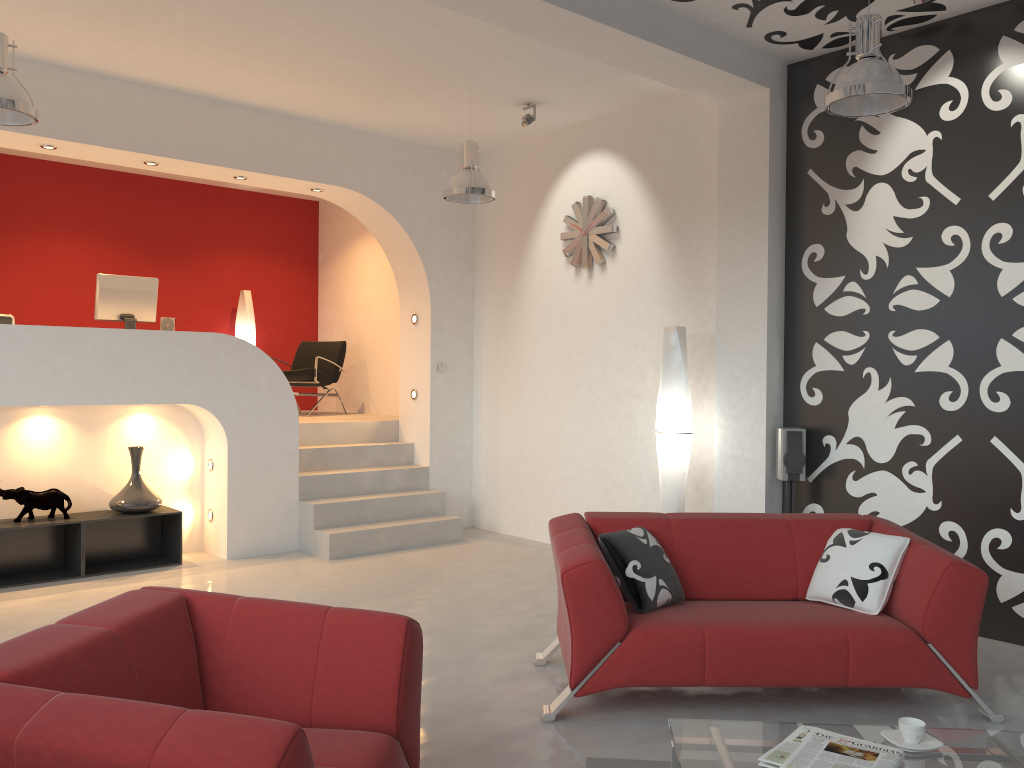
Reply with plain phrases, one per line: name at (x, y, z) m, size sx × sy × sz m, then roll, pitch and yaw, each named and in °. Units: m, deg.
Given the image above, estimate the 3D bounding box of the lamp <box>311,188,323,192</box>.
lamp at (-1.660, -1.648, 7.548) m, size 0.105 × 0.011 × 0.105 m, roll 1°, pitch 1°, yaw 38°

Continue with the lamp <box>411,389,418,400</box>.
lamp at (-0.910, 0.098, 8.227) m, size 0.011 × 0.105 × 0.105 m, roll 0°, pitch 1°, yaw -41°

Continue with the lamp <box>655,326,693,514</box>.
lamp at (1.115, 0.495, 6.123) m, size 0.313 × 1.779 × 0.313 m, roll 0°, pitch 1°, yaw -33°

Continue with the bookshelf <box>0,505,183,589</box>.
bookshelf at (-3.635, 1.145, 5.864) m, size 2.764 × 0.397 × 0.405 m, roll 0°, pitch 1°, yaw -41°

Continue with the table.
table at (1.060, 1.267, 2.373) m, size 1.162 × 0.286 × 1.097 m, roll 1°, pitch 1°, yaw 4°

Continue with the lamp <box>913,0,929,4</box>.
lamp at (2.092, -2.005, 4.485) m, size 0.112 × 0.176 × 0.118 m, roll 1°, pitch 0°, yaw 1°

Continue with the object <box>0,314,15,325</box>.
object at (-3.820, -0.393, 6.338) m, size 0.397 × 0.217 × 0.458 m, roll 0°, pitch 1°, yaw -41°

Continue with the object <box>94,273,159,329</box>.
object at (-3.013, -0.616, 6.928) m, size 0.458 × 0.452 × 0.230 m, roll 0°, pitch 1°, yaw -41°

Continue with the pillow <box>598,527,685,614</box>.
pillow at (0.603, 0.852, 4.106) m, size 0.288 × 0.343 × 0.402 m, roll 1°, pitch 1°, yaw 42°

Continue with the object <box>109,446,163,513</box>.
object at (-2.793, 0.707, 6.588) m, size 0.369 × 0.481 × 0.369 m, roll 1°, pitch 1°, yaw 14°

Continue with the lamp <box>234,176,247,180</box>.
lamp at (-2.174, -1.648, 7.102) m, size 0.105 × 0.011 × 0.105 m, roll 1°, pitch 1°, yaw 38°

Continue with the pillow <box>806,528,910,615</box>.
pillow at (1.600, 0.861, 4.117) m, size 0.288 × 0.343 × 0.402 m, roll 0°, pitch 1°, yaw -33°

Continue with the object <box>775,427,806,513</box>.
object at (1.773, 0.839, 5.663) m, size 0.214 × 1.112 × 0.229 m, roll 1°, pitch 1°, yaw 4°

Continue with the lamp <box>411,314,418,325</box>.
lamp at (-0.904, -0.601, 8.221) m, size 0.011 × 0.105 × 0.105 m, roll 0°, pitch 1°, yaw -41°

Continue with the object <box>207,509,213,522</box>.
object at (-2.397, 1.044, 7.040) m, size 0.011 × 0.105 × 0.105 m, roll 0°, pitch 1°, yaw -41°

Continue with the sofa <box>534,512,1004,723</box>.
sofa at (1.084, 1.033, 4.110) m, size 1.929 × 0.738 × 0.951 m, roll 1°, pitch 0°, yaw -1°

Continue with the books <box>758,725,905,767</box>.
books at (0.949, 1.104, 2.596) m, size 0.345 × 0.035 × 0.367 m, roll 1°, pitch 1°, yaw 39°

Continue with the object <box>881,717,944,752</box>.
object at (1.246, 1.088, 2.764) m, size 0.153 × 0.069 × 0.153 m, roll 0°, pitch 1°, yaw -14°

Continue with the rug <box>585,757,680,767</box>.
rug at (1.060, 1.412, 2.386) m, size 1.700 × 0.025 × 1.700 m, roll 1°, pitch 1°, yaw 4°

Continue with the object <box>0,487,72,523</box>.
object at (-3.334, 0.799, 6.151) m, size 0.507 × 0.296 × 0.191 m, roll 0°, pitch 1°, yaw -25°

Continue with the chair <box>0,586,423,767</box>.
chair at (-0.816, 1.031, 2.391) m, size 0.951 × 0.738 × 1.288 m, roll 1°, pitch 1°, yaw 9°

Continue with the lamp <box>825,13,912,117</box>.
lamp at (1.662, -1.698, 4.132) m, size 0.379 × 0.800 × 0.379 m, roll 1°, pitch 1°, yaw 42°

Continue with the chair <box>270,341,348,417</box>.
chair at (-2.218, -0.073, 9.429) m, size 0.664 × 0.795 × 0.768 m, roll 1°, pitch 1°, yaw 24°

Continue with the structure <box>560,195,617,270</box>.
structure at (0.607, -1.225, 7.183) m, size 0.090 × 0.596 × 0.596 m, roll 0°, pitch 1°, yaw -41°

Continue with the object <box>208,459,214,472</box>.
object at (-2.393, 0.644, 7.037) m, size 0.011 × 0.105 × 0.105 m, roll 0°, pitch 1°, yaw -41°

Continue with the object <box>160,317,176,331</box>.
object at (-2.798, -0.464, 7.183) m, size 0.151 × 0.147 × 0.133 m, roll 1°, pitch 1°, yaw 32°

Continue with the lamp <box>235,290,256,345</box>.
lamp at (-2.954, -0.359, 9.821) m, size 0.237 × 1.349 × 0.237 m, roll 0°, pitch 1°, yaw -33°

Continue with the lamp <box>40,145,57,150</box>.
lamp at (-3.231, -1.650, 6.184) m, size 0.105 × 0.011 × 0.105 m, roll 1°, pitch 1°, yaw 38°

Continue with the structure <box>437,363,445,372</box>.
structure at (-0.644, -0.149, 8.112) m, size 0.080 × 0.080 × 0.016 m, roll 0°, pitch 1°, yaw -41°

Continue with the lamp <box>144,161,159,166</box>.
lamp at (-2.703, -1.649, 6.643) m, size 0.105 × 0.011 × 0.105 m, roll 1°, pitch 1°, yaw 38°

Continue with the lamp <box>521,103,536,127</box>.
lamp at (0.126, -2.042, 6.750) m, size 0.112 × 0.176 × 0.118 m, roll 1°, pitch 0°, yaw 1°

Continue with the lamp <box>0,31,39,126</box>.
lamp at (-2.577, -1.739, 4.425) m, size 0.379 × 0.800 × 0.379 m, roll 1°, pitch 1°, yaw 20°

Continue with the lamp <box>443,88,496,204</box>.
lamp at (-0.304, -1.736, 6.397) m, size 0.379 × 0.800 × 0.379 m, roll 1°, pitch 1°, yaw 20°
